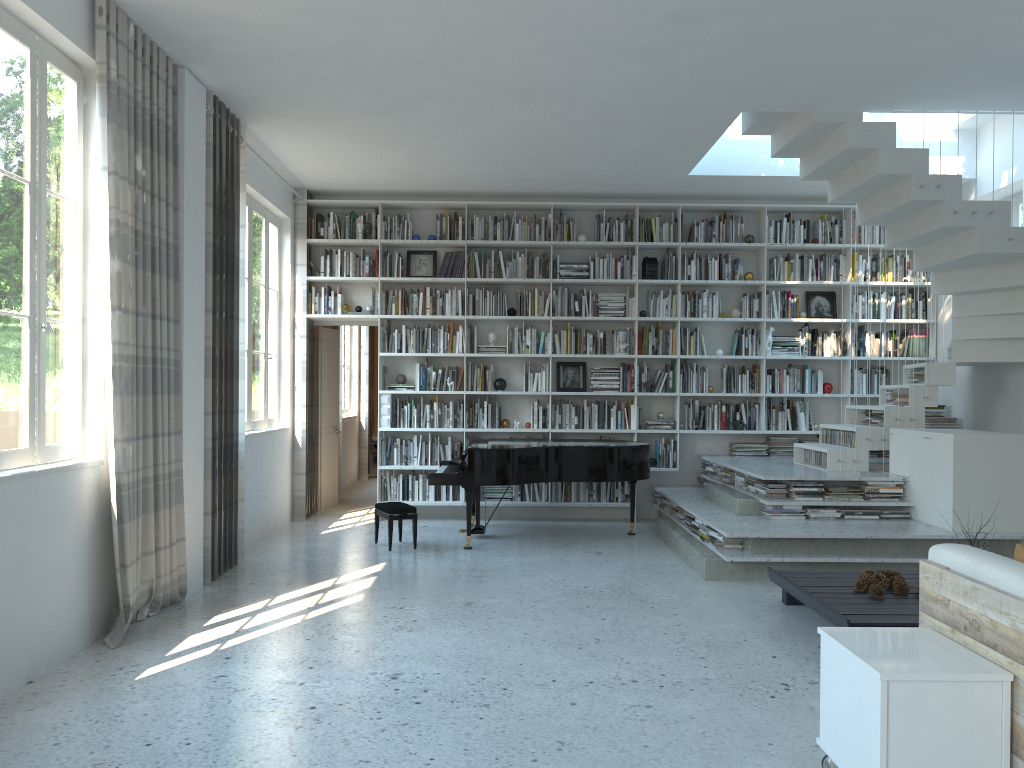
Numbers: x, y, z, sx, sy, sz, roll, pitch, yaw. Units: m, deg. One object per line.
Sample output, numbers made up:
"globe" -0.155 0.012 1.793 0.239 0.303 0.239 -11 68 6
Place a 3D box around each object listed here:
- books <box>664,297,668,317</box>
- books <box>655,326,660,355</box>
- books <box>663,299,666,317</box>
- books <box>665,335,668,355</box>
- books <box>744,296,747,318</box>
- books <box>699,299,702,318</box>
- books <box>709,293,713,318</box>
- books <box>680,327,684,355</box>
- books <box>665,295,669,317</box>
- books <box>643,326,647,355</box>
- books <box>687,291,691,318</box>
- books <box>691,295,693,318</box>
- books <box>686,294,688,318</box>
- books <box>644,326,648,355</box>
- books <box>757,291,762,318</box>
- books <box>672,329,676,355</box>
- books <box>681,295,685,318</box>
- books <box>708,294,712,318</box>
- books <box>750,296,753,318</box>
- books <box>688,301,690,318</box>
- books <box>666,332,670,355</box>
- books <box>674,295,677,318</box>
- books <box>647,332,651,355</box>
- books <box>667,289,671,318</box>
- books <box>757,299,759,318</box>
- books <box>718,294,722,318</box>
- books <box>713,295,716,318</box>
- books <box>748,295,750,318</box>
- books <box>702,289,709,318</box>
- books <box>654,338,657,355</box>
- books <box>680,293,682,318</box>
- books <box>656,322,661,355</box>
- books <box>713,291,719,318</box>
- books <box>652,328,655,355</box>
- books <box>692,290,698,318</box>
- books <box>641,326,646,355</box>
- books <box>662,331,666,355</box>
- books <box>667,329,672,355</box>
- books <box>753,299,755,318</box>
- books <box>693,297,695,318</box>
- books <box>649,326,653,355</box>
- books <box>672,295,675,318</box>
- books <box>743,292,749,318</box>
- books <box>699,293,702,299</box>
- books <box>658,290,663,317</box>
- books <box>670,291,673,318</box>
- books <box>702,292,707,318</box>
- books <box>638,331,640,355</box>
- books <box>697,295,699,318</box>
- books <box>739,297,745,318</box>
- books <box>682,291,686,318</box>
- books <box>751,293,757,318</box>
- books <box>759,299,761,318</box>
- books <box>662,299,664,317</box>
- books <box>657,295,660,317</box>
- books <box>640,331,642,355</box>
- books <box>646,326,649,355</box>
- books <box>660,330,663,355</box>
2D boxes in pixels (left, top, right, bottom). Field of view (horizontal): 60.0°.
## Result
"books" 1.529 -0.753 8.862 0.029 0.211 0.157 0 0 -1
"books" 1.447 -0.427 8.851 0.019 0.293 0.182 0 0 -1
"books" 1.508 -0.746 8.861 0.027 0.196 0.185 0 0 -1
"books" 1.526 -0.381 8.857 0.034 0.204 0.181 0 0 -1
"books" 2.323 -0.758 8.885 0.012 0.232 0.154 0 0 -1
"books" 1.867 -0.742 8.873 0.025 0.194 0.171 0 0 -1
"books" 1.985 -0.775 8.887 0.024 0.262 0.133 0 0 -1
"books" 1.689 -0.422 8.866 0.035 0.288 0.191 0 0 -1
"books" 1.548 -0.764 8.869 0.024 0.234 0.149 0 0 -1
"books" 1.320 -0.427 8.876 0.035 0.293 0.145 0 0 -1
"books" 1.773 -0.788 8.895 0.014 0.284 0.135 0 0 -1
"books" 1.787 -0.764 8.875 0.013 0.236 0.157 0 0 -1
"books" 1.738 -0.770 8.866 0.014 0.248 0.176 0 0 -1
"books" 1.333 -0.427 8.861 0.035 0.293 0.145 0 0 -1
"books" 2.468 -0.780 8.867 0.005 0.278 0.182 0 0 -1
"books" 1.613 -0.413 8.885 0.033 0.268 0.141 0 0 -1
"books" 1.702 -0.768 8.886 0.030 0.242 0.138 0 0 -1
"books" 1.961 -0.767 8.867 0.025 0.245 0.183 0 0 -1
"books" 2.379 -0.755 8.886 0.016 0.228 0.160 0 0 -1
"books" 1.755 -0.735 8.878 0.021 0.179 0.136 0 0 -1
"books" 1.551 -0.399 8.877 0.028 0.239 0.145 0 0 -1
"books" 1.617 -0.765 8.869 0.026 0.238 0.173 0 0 -1
"books" 1.365 -0.397 8.867 0.015 0.232 0.180 0 0 -1
"books" 1.566 -0.794 8.871 0.028 0.293 0.154 0 0 -1
"books" 2.434 -0.743 8.869 0.013 0.204 0.173 0 0 -1
"books" 2.069 -0.770 8.885 0.034 0.254 0.161 0 0 -1
"books" 2.008 -0.760 8.873 0.021 0.232 0.183 0 0 -1
"books" 2.351 -0.763 8.884 0.016 0.244 0.151 0 0 -1
"books" 1.935 -0.792 8.881 0.027 0.295 0.159 0 0 -1
"books" 1.427 -0.370 8.891 0.030 0.181 0.131 0 0 -1
"books" 1.660 -0.773 8.862 0.028 0.251 0.190 0 0 -1
"books" 1.460 -0.449 8.870 0.021 0.337 0.169 0 0 -1
"books" 2.031 -0.780 8.862 0.024 0.272 0.169 0 0 -1
"books" 1.402 -0.419 8.887 0.035 0.278 0.139 0 0 -1
"books" 1.826 -0.786 8.858 0.014 0.280 0.177 0 0 -1
"books" 1.308 -0.428 8.865 0.035 0.293 0.145 0 0 -1
"books" 1.502 -0.401 8.849 0.027 0.242 0.188 0 0 -1
"books" 1.575 -0.412 8.872 0.032 0.266 0.143 0 0 -1
"books" 2.406 -0.742 8.880 0.013 0.202 0.173 0 0 -1
"books" 1.806 -0.754 8.877 0.026 0.216 0.161 0 0 -1
"books" 1.383 -0.428 8.864 0.019 0.294 0.163 0 0 -1
"books" 1.598 -0.762 8.853 0.028 0.230 0.176 0 0 -1
"books" 2.336 -0.775 8.873 0.015 0.267 0.164 0 0 -1
"books" 1.886 -0.773 8.879 0.011 0.257 0.131 0 0 -1
"books" 1.474 -0.785 8.847 0.028 0.275 0.187 0 0 -1
"books" 1.581 -0.785 8.869 0.025 0.277 0.173 0 0 -1
"books" 1.907 -0.777 8.855 0.030 0.263 0.182 0 0 -1
"books" 1.262 -0.404 8.879 0.014 0.244 0.145 0 0 -1
"books" 1.844 -0.764 8.864 0.022 0.237 0.164 0 0 -1
"books" 2.304 -0.752 8.890 0.015 0.220 0.140 0 0 -1
"books" 1.724 -0.786 8.882 0.014 0.278 0.154 0 0 -1
"books" 2.421 -0.769 8.870 0.016 0.257 0.175 0 0 -1
"books" 2.459 -0.744 8.873 0.012 0.206 0.169 0 0 -1
"books" 1.490 -0.745 8.858 0.024 0.195 0.173 0 0 -1
"books" 1.457 -0.766 8.868 0.023 0.236 0.178 0 0 -1
"books" 1.278 -0.405 8.891 0.013 0.247 0.176 0 0 -1
"books" 1.346 -0.427 8.876 0.035 0.293 0.145 0 0 -1
"books" 1.478 -0.406 8.873 0.033 0.253 0.174 0 0 -1
